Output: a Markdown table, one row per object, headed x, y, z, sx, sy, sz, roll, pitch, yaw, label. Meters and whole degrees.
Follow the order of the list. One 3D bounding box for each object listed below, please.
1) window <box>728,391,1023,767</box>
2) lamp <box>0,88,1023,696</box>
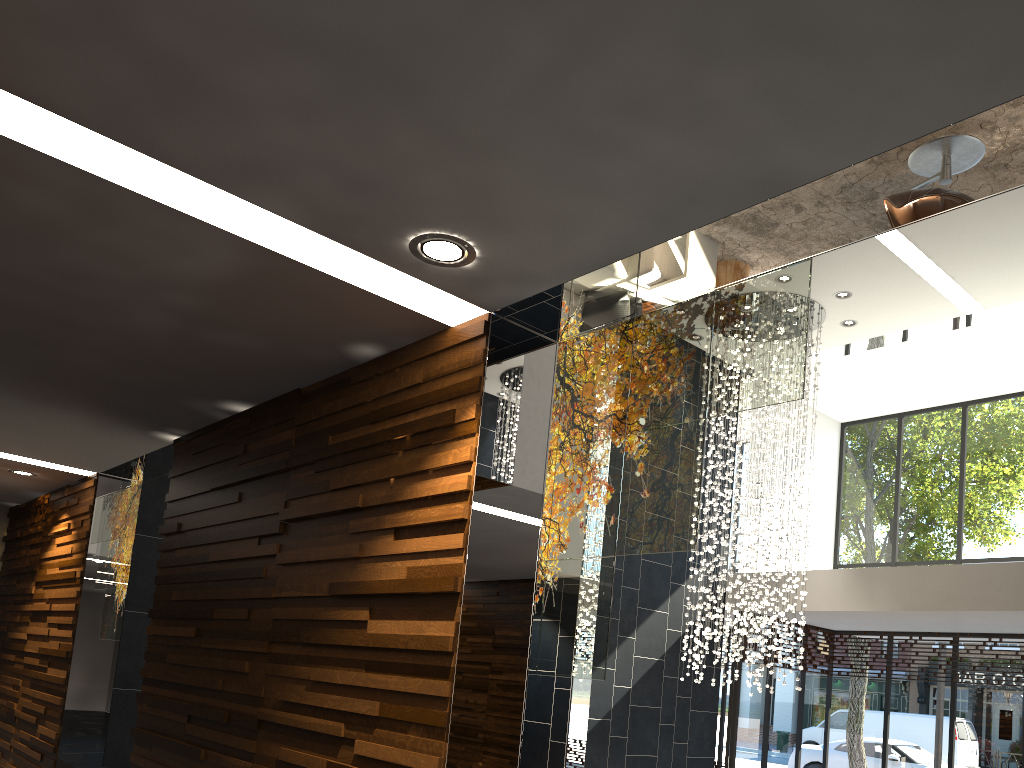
| x | y | z | sx | sy | sz | roll | pitch | yaw | label |
| --- | --- | --- | --- | --- | --- | --- | --- | --- | --- |
| 5.845 | 2.511 | 9.615 | 2.418 | 5.762 | 6.245 | 12 | -14 | -39 | window |
| 3.320 | -43.086 | 8.276 | 402.595 | 109.230 | 416.069 | 10 | -19 | -14 | lamp |
